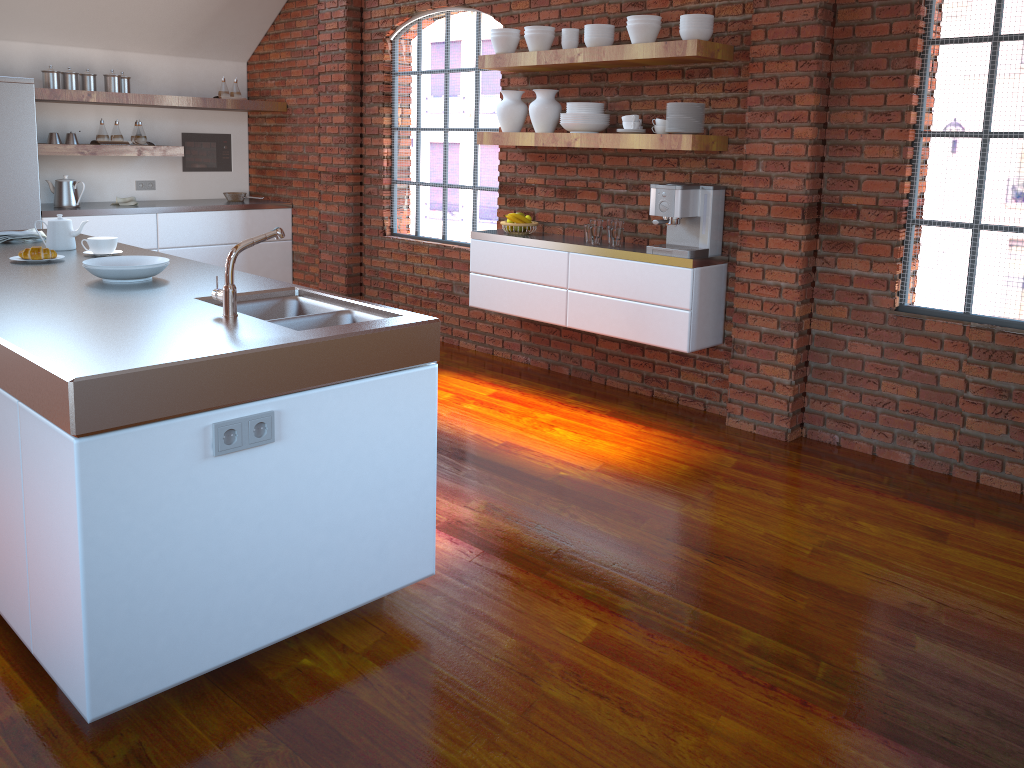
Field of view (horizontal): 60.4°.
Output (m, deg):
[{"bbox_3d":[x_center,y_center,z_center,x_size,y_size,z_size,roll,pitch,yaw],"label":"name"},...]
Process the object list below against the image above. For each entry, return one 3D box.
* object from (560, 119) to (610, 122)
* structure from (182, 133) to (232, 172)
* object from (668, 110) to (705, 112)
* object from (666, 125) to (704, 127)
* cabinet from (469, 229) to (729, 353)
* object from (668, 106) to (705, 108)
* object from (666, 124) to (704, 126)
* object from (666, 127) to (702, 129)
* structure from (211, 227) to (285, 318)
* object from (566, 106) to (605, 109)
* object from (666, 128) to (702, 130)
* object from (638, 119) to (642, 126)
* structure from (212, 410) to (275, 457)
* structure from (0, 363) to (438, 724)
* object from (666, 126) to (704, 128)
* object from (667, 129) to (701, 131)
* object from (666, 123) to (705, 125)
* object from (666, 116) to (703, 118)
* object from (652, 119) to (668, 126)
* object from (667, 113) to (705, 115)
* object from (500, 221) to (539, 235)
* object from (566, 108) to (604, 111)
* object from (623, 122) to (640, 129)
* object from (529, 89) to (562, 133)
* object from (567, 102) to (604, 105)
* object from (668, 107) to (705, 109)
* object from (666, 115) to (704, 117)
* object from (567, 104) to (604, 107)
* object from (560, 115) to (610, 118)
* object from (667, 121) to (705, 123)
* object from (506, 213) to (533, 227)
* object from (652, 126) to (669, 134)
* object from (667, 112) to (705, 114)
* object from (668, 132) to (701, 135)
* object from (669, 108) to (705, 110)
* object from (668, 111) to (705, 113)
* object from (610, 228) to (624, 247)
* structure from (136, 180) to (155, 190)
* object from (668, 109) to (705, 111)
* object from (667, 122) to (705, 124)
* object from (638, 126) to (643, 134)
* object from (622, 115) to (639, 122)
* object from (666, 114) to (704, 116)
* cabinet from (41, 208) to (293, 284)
[{"bbox_3d":[0.409,-1.458,4.946,0.283,0.054,0.287,9,17,26],"label":"object"},{"bbox_3d":[-2.659,-2.020,7.683,0.013,0.328,0.461,10,15,43],"label":"structure"},{"bbox_3d":[0.884,-1.382,4.480,0.195,0.013,0.198,-7,17,-28],"label":"object"},{"bbox_3d":[0.882,-1.310,4.490,0.195,0.013,0.198,-7,17,-28],"label":"object"},{"bbox_3d":[0.430,-0.583,5.074,0.340,0.466,1.644,-9,18,-44],"label":"cabinet"},{"bbox_3d":[0.885,-1.401,4.477,0.195,0.013,0.198,-7,17,-28],"label":"object"},{"bbox_3d":[0.882,-1.315,4.490,0.195,0.013,0.198,-7,17,-28],"label":"object"},{"bbox_3d":[0.882,-1.301,4.492,0.195,0.013,0.198,-7,17,-28],"label":"object"},{"bbox_3d":[-0.767,-0.334,2.571,0.100,0.243,0.202,10,14,43],"label":"structure"},{"bbox_3d":[0.411,-1.527,4.936,0.216,0.054,0.217,12,18,34],"label":"object"},{"bbox_3d":[0.882,-1.297,4.492,0.195,0.013,0.198,-7,17,-28],"label":"object"},{"bbox_3d":[0.670,-1.431,4.855,0.092,0.057,0.102,4,14,12],"label":"object"},{"bbox_3d":[-0.659,0.117,2.151,0.033,0.078,0.162,10,16,43],"label":"structure"},{"bbox_3d":[-1.689,0.080,3.358,1.034,0.750,3.162,-11,19,-44],"label":"structure"},{"bbox_3d":[0.882,-1.306,4.491,0.195,0.013,0.198,-7,17,-28],"label":"object"},{"bbox_3d":[0.882,-1.293,4.493,0.195,0.013,0.198,-7,17,-28],"label":"object"},{"bbox_3d":[0.883,-1.320,4.489,0.195,0.013,0.198,-7,17,-28],"label":"object"},{"bbox_3d":[0.883,-1.355,4.484,0.195,0.013,0.198,-7,17,-28],"label":"object"},{"bbox_3d":[0.803,-1.372,4.650,0.092,0.057,0.102,-4,15,-22],"label":"object"},{"bbox_3d":[0.884,-1.368,4.482,0.195,0.013,0.198,-7,17,-28],"label":"object"},{"bbox_3d":[0.046,-0.960,5.412,0.235,0.070,0.241,2,15,1],"label":"object"},{"bbox_3d":[0.411,-1.517,4.937,0.216,0.054,0.217,12,18,34],"label":"object"},{"bbox_3d":[0.632,-1.368,4.678,0.093,0.046,0.100,12,18,37],"label":"object"},{"bbox_3d":[0.195,-1.596,5.161,0.193,0.245,0.196,5,12,16],"label":"object"},{"bbox_3d":[0.411,-1.545,4.933,0.216,0.054,0.217,12,18,34],"label":"object"},{"bbox_3d":[0.885,-1.396,4.477,0.195,0.013,0.198,-7,17,-28],"label":"object"},{"bbox_3d":[0.884,-1.360,4.483,0.195,0.013,0.198,-7,17,-28],"label":"object"},{"bbox_3d":[0.411,-1.535,4.935,0.216,0.054,0.217,12,18,34],"label":"object"},{"bbox_3d":[0.410,-1.477,4.943,0.283,0.054,0.287,9,17,26],"label":"object"},{"bbox_3d":[0.883,-1.329,4.488,0.195,0.013,0.198,-7,17,-28],"label":"object"},{"bbox_3d":[0.049,-0.999,5.357,0.184,0.083,0.068,-1,11,-8],"label":"object"},{"bbox_3d":[0.797,-1.340,4.652,0.092,0.046,0.101,-1,14,-11],"label":"object"},{"bbox_3d":[0.884,-1.373,4.481,0.195,0.013,0.198,-7,17,-28],"label":"object"},{"bbox_3d":[0.881,-1.279,4.495,0.195,0.013,0.198,-7,17,-28],"label":"object"},{"bbox_3d":[0.884,-1.392,4.478,0.195,0.013,0.198,-7,17,-28],"label":"object"},{"bbox_3d":[0.884,-1.377,4.480,0.195,0.013,0.198,-7,17,-28],"label":"object"},{"bbox_3d":[0.573,-0.802,4.820,0.078,0.102,0.079,-6,13,-33],"label":"object"},{"bbox_3d":[-3.058,-1.656,7.332,0.033,0.078,0.162,10,16,43],"label":"structure"},{"bbox_3d":[0.884,-1.387,4.479,0.195,0.013,0.198,-7,17,-28],"label":"object"},{"bbox_3d":[0.883,-1.324,4.488,0.195,0.013,0.198,-7,17,-28],"label":"object"},{"bbox_3d":[0.675,-1.400,4.859,0.092,0.046,0.101,8,15,23],"label":"object"},{"bbox_3d":[0.627,-1.400,4.676,0.092,0.057,0.102,8,15,27],"label":"object"},{"bbox_3d":[0.884,-1.364,4.482,0.195,0.013,0.198,-7,17,-28],"label":"object"},{"bbox_3d":[-2.842,-1.009,7.135,0.720,0.801,2.005,12,18,43],"label":"cabinet"}]
